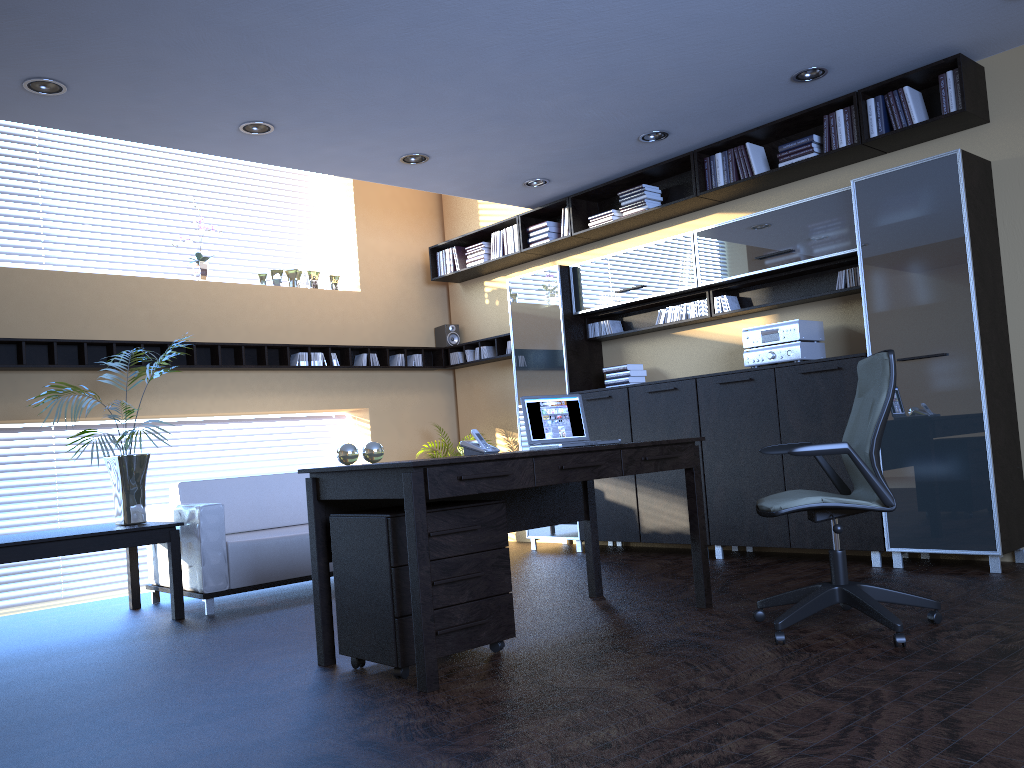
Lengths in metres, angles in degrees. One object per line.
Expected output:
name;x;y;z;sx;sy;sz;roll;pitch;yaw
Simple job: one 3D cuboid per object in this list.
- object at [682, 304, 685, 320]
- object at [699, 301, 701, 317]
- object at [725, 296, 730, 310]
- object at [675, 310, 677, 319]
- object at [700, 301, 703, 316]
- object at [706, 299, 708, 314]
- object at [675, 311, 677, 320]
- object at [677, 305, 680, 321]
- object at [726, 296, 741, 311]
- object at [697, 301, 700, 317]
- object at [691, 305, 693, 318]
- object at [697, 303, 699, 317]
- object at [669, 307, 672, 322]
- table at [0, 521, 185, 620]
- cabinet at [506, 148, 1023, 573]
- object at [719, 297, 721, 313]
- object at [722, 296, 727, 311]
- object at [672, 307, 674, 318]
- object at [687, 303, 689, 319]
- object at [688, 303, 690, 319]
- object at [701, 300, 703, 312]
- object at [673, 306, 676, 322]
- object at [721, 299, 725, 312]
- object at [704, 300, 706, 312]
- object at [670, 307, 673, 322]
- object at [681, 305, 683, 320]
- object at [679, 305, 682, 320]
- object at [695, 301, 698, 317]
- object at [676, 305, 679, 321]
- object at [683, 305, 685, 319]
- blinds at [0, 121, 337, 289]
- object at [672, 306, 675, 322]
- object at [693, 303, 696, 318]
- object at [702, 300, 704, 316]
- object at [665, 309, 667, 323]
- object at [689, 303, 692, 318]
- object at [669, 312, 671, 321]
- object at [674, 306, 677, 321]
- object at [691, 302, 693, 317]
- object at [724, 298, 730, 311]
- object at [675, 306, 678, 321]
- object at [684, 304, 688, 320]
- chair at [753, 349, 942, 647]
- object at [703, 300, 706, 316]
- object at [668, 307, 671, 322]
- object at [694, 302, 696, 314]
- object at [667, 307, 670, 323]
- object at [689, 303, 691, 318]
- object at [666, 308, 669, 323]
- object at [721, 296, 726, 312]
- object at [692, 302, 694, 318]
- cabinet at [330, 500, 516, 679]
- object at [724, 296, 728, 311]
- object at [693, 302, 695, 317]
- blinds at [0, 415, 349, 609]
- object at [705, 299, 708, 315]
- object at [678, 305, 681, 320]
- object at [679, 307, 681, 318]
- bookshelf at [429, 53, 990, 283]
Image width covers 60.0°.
object;1.365;-0.553;6.849;0.142;0.118;0.040;-1;-4;-42
object;1.468;-0.569;6.731;0.142;0.120;0.009;-1;-4;-42
object;1.634;-0.594;6.549;0.140;0.116;0.036;-1;-4;-42
object;1.318;-0.545;6.902;0.142;0.118;0.040;-1;-4;-42
object;1.479;-0.570;6.727;0.142;0.120;0.009;-1;-4;-42
object;1.514;-0.576;6.677;0.142;0.120;0.009;-1;-4;-42
object;1.325;-0.546;6.894;0.142;0.118;0.040;-1;-4;-42
object;1.335;-0.548;6.876;0.140;0.116;0.036;-1;-4;-42
object;1.636;-0.593;6.551;0.142;0.118;0.040;-1;-4;-42
object;1.460;-0.568;6.737;0.142;0.120;0.009;-1;-4;-42
object;1.418;-0.561;6.793;0.140;0.118;0.006;-1;-4;-42
object;1.460;-0.567;6.751;0.142;0.120;0.009;-1;-4;-42
object;1.285;-0.540;6.938;0.140;0.116;0.036;-1;-4;-42
table;-3.051;1.230;5.285;1.894;0.602;0.899;-1;-5;-42
cabinet;1.498;0.061;6.544;0.490;2.396;3.883;-2;-4;-42
object;1.588;-0.588;6.598;0.140;0.118;0.006;-1;-4;-42
object;1.616;-0.592;6.567;0.142;0.120;0.030;-1;-4;-42
object;1.299;-0.542;6.924;0.140;0.116;0.036;-1;-4;-42
object;1.394;-0.557;6.813;0.142;0.120;0.009;-1;-4;-42
object;1.400;-0.559;6.804;0.142;0.120;0.009;-1;-4;-42
object;1.485;-0.571;6.718;0.140;0.118;0.006;-1;-4;-42
object;1.313;-0.544;6.910;0.142;0.118;0.040;-1;-4;-42
object;1.604;-0.590;6.584;0.140;0.117;0.026;-1;-4;-42
object;1.504;-0.574;6.696;0.142;0.120;0.009;-1;-4;-42
object;1.288;-0.541;6.928;0.142;0.118;0.040;-1;-4;-42
object;1.359;-0.552;6.857;0.142;0.118;0.040;-1;-4;-42
object;1.349;-0.550;6.862;0.142;0.118;0.040;-1;-4;-42
object;1.445;-0.566;6.751;0.142;0.120;0.009;-1;-4;-42
object;1.327;-0.547;6.882;0.142;0.118;0.040;-1;-4;-42
object;1.369;-0.554;6.839;0.140;0.116;0.036;-1;-4;-42
blinds;-3.802;-1.552;7.105;5.389;1.459;0.039;-1;-4;-42
object;1.304;-0.543;6.916;0.142;0.118;0.040;-1;-4;-42
object;1.434;-0.564;6.768;0.142;0.120;0.009;-1;-4;-42
object;1.487;-0.572;6.707;0.142;0.120;0.009;-1;-4;-42
object;1.255;-0.536;6.966;0.142;0.118;0.040;-1;-4;-42
object;1.410;-0.560;6.800;0.142;0.120;0.009;-1;-4;-42
object;1.286;-0.540;6.940;0.142;0.118;0.040;-1;-4;-42
object;1.314;-0.545;6.898;0.140;0.116;0.036;-1;-4;-42
object;1.421;-0.562;6.783;0.140;0.118;0.006;-1;-4;-42
object;1.626;-0.593;6.562;0.142;0.120;0.030;-1;-4;-42
object;1.323;-0.546;6.892;0.140;0.116;0.036;-1;-4;-42
object;1.377;-0.555;6.833;0.142;0.118;0.040;-1;-4;-42
chair;1.463;0.477;3.959;0.768;1.214;0.833;-5;-3;5
object;1.494;-0.573;6.700;0.142;0.120;0.009;-1;-4;-42
object;1.276;-0.539;6.944;0.140;0.116;0.036;-1;-4;-42
object;1.443;-0.565;6.763;0.142;0.120;0.009;-1;-4;-42
object;1.271;-0.538;6.953;0.140;0.116;0.036;-1;-4;-42
object;1.408;-0.560;6.797;0.140;0.118;0.006;-1;-4;-42
object;1.262;-0.537;6.959;0.142;0.118;0.040;-1;-4;-42
object;1.609;-0.591;6.575;0.142;0.120;0.030;-1;-4;-42
object;1.425;-0.563;6.773;0.142;0.120;0.009;-1;-4;-42
cabinet;-0.384;0.889;3.955;0.634;0.679;0.501;-2;-4;-42
object;1.624;-0.593;6.560;0.140;0.117;0.026;-1;-4;-42
object;1.432;-0.564;6.766;0.140;0.118;0.006;-1;-4;-42
blinds;-3.602;1.011;6.992;5.389;1.365;0.047;-1;-4;-42
object;1.505;-0.575;6.683;0.142;0.120;0.009;-1;-4;-42
object;1.338;-0.548;6.879;0.142;0.118;0.040;-1;-4;-42
object;1.348;-0.549;6.874;0.142;0.118;0.040;-1;-4;-42
bookshelf;1.017;-1.470;7.108;0.361;0.340;5.134;-1;-5;-42
